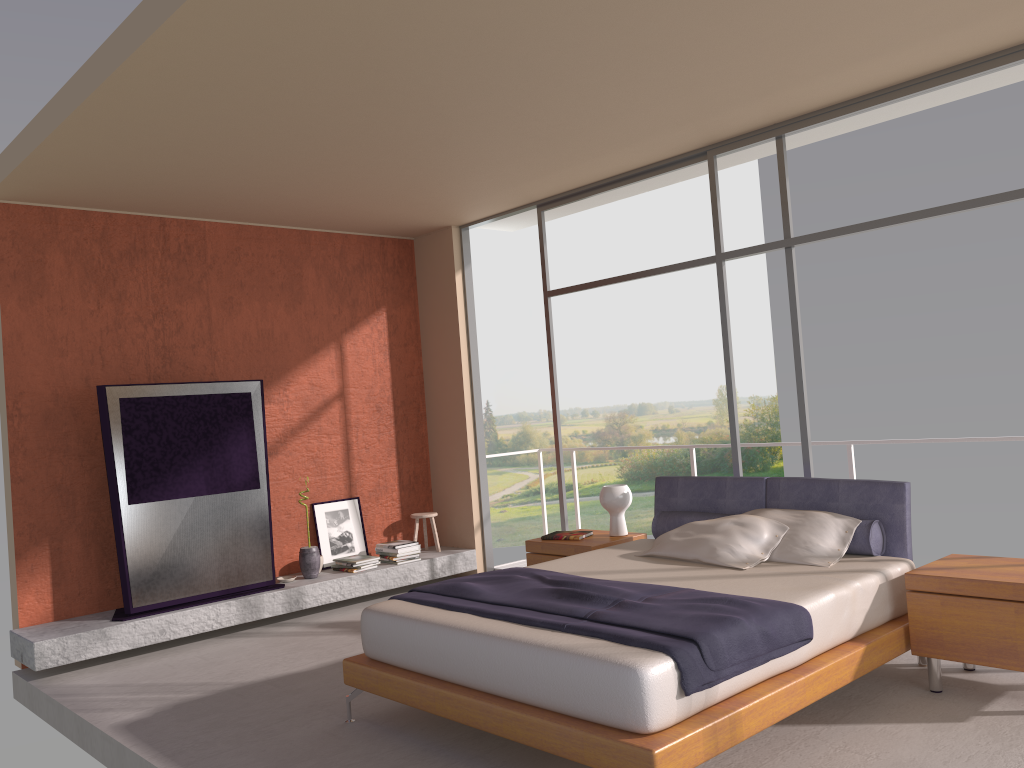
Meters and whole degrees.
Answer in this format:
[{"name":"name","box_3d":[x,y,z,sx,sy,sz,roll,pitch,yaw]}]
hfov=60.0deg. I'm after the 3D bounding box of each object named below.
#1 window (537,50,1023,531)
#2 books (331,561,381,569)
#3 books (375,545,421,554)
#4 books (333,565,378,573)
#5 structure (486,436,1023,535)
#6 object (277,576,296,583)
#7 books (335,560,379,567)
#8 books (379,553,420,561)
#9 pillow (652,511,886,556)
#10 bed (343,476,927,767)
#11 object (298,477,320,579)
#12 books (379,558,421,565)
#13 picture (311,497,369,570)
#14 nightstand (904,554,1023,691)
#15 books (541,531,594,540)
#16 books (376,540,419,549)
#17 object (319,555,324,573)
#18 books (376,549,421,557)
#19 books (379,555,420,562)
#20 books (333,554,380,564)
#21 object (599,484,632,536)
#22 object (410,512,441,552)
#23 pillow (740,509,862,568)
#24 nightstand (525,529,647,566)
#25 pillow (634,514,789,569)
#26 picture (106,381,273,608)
[{"name":"window","box_3d":[2.366,-0.122,5.013,0.075,3.133,6.106,-3,-2,-42]},{"name":"books","box_3d":[-1.281,1.484,7.288,0.328,0.018,0.247,-5,-2,32]},{"name":"books","box_3d":[-0.968,1.395,7.533,0.247,0.038,0.319,-3,-2,-45]},{"name":"books","box_3d":[-1.284,1.507,7.272,0.287,0.025,0.247,-6,-2,44]},{"name":"structure","box_3d":[2.606,0.859,5.398,0.728,1.005,7.689,-3,-2,-42]},{"name":"object","box_3d":[-1.760,1.534,6.931,0.152,0.040,0.152,-4,-2,-7]},{"name":"books","box_3d":[-1.271,1.461,7.280,0.247,0.025,0.287,-3,-2,-40]},{"name":"books","box_3d":[-0.953,1.454,7.515,0.247,0.025,0.287,-3,-2,-32]},{"name":"pillow","box_3d":[1.449,0.865,5.206,0.205,0.201,1.470,-3,-2,-42]},{"name":"bed","box_3d":[0.691,1.080,4.515,2.462,0.959,2.017,-3,-2,-42]},{"name":"object","box_3d":[-1.620,1.132,7.023,0.165,0.810,0.165,-4,-2,-19]},{"name":"books","box_3d":[-0.960,1.494,7.530,0.247,0.018,0.328,-3,-2,-41]},{"name":"picture","box_3d":[-1.452,1.261,7.531,0.458,0.550,0.117,-3,-2,-42]},{"name":"nightstand","box_3d":[2.298,1.142,4.157,0.562,0.556,0.628,-3,-2,-42]},{"name":"books","box_3d":[0.385,1.052,6.156,0.287,0.025,0.247,-5,-2,28]},{"name":"books","box_3d":[-0.974,1.364,7.538,0.247,0.025,0.287,-3,-2,-43]},{"name":"object","box_3d":[-1.623,1.475,7.216,0.179,0.137,0.180,-3,-2,-30]},{"name":"books","box_3d":[-0.965,1.428,7.532,0.247,0.027,0.328,-3,-2,-41]},{"name":"books","box_3d":[-0.966,1.477,7.535,0.247,0.018,0.287,-3,-2,-43]},{"name":"books","box_3d":[-1.277,1.440,7.283,0.328,0.018,0.247,-6,-2,45]},{"name":"object","box_3d":[0.718,0.865,6.078,0.224,0.338,0.224,-3,-2,-31]},{"name":"object","box_3d":[-0.762,1.329,7.915,0.260,0.349,0.257,-5,-2,17]},{"name":"pillow","box_3d":[1.483,0.843,4.869,0.400,0.265,0.791,-3,-2,-39]},{"name":"nightstand","box_3d":[0.528,1.332,6.107,0.562,0.556,0.628,-3,-2,-42]},{"name":"pillow","box_3d":[1.107,0.885,5.009,0.431,0.264,0.869,-3,-2,-35]},{"name":"picture","box_3d":[-2.262,0.742,6.355,1.129,1.496,0.126,-3,-2,-42]}]
